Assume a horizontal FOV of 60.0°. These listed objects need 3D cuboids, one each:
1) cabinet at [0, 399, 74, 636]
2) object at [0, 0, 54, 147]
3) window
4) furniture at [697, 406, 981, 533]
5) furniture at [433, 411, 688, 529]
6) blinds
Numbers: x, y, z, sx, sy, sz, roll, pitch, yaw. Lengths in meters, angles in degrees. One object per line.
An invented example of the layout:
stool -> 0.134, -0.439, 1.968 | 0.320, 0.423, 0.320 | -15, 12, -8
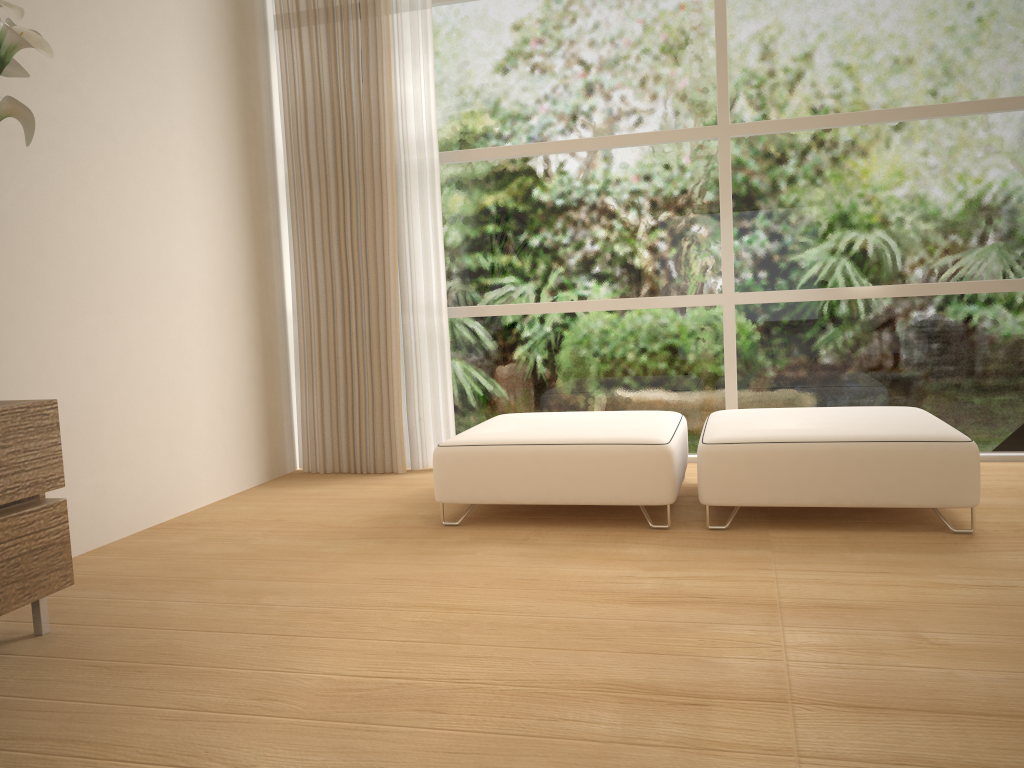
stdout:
cabinet -> -1.998, 0.556, 0.789 | 0.588, 0.662, 3.713 | -2, 5, 15
object -> -1.419, -0.479, 2.245 | 0.515, 1.085, 0.608 | -5, 6, -27
window -> 1.069, -1.275, 4.482 | 4.781, 3.371, 0.071 | -2, 5, 15
furniture -> 1.258, 0.312, 3.586 | 0.965, 0.346, 0.964 | -2, 5, 15
furniture -> 0.256, 0.338, 3.847 | 0.965, 0.346, 0.964 | -2, 5, 15
blinds -> -0.836, -1.192, 4.715 | 0.950, 3.352, 0.211 | -2, 5, 13
